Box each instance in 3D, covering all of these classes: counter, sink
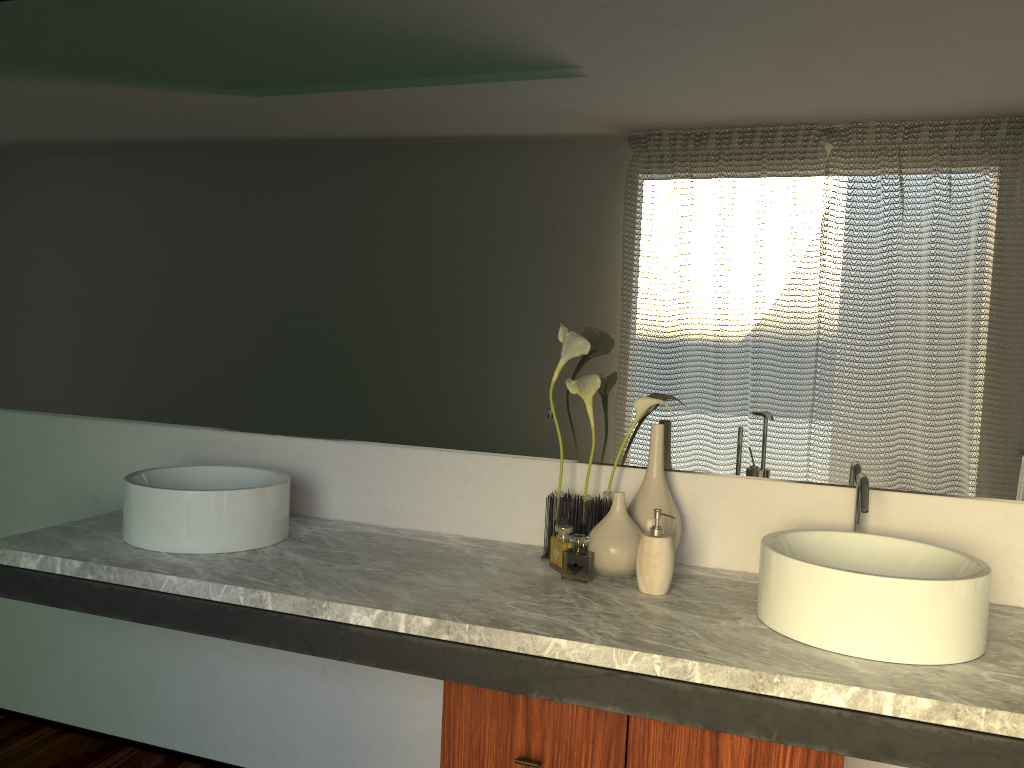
[{"bbox_3d":[0.064,0.435,1.703,2.295,0.101,0.578,4,3,20],"label":"counter"},{"bbox_3d":[0.610,0.352,1.516,0.356,0.131,0.358,2,3,-4],"label":"sink"},{"bbox_3d":[-0.679,0.272,1.981,0.363,0.131,0.351,4,3,21],"label":"sink"}]

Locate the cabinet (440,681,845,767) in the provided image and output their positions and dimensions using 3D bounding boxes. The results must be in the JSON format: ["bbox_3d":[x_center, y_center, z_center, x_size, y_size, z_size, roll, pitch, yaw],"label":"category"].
[{"bbox_3d":[0.250,0.791,1.688,0.669,0.599,0.504,4,3,19],"label":"cabinet"}]

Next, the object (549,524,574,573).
[{"bbox_3d":[0.105,0.335,1.802,0.038,0.092,0.067,1,3,-22],"label":"object"}]

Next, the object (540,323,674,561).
[{"bbox_3d":[0.193,0.130,1.852,0.243,0.504,0.188,2,3,-3],"label":"object"}]

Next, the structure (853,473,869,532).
[{"bbox_3d":[0.635,0.289,1.677,0.067,0.242,0.162,4,3,21],"label":"structure"}]

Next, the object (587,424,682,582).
[{"bbox_3d":[0.254,0.236,1.801,0.234,0.305,0.123,0,4,-45],"label":"object"}]

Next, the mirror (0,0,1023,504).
[{"bbox_3d":[-0.251,-0.427,2.085,4.144,1.152,0.017,4,3,20],"label":"mirror"}]

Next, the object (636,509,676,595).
[{"bbox_3d":[0.272,0.315,1.678,0.071,0.158,0.070,3,3,2],"label":"object"}]

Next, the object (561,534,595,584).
[{"bbox_3d":[0.130,0.338,1.731,0.058,0.090,0.038,4,3,29],"label":"object"}]
